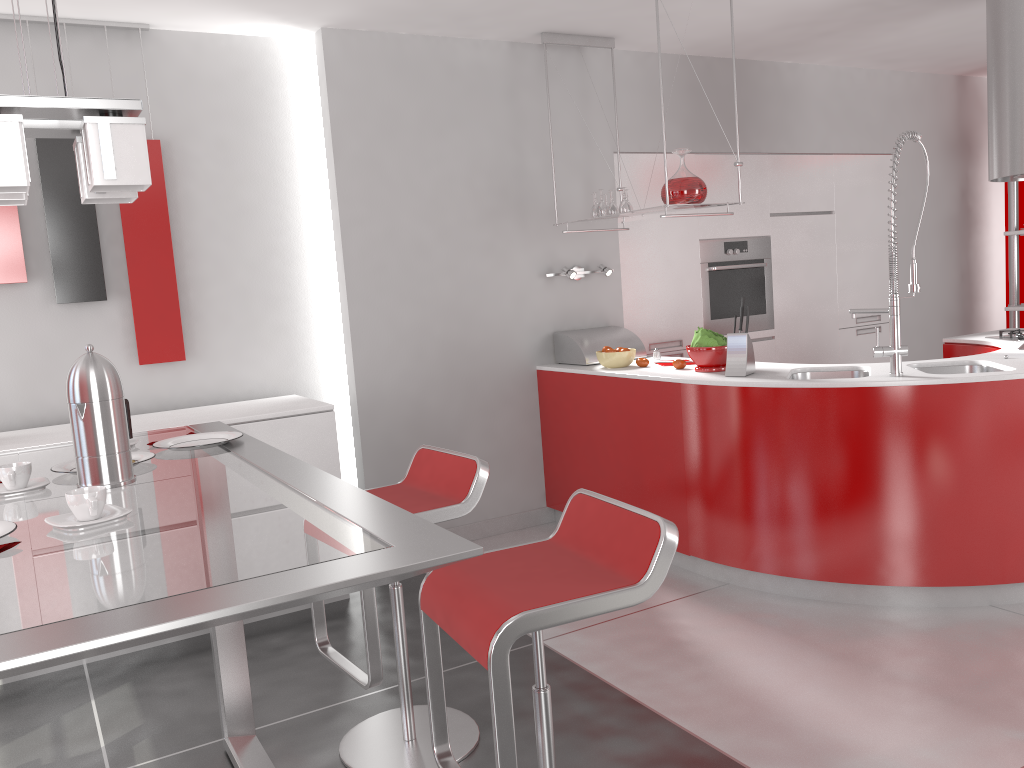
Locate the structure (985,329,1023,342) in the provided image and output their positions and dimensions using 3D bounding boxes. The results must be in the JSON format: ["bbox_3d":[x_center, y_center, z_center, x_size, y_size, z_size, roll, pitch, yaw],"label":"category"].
[{"bbox_3d":[2.648,-0.255,4.402,0.457,0.037,0.303,-4,7,1],"label":"structure"}]

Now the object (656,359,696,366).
[{"bbox_3d":[0.820,-0.106,4.455,0.168,0.006,0.266,-5,7,-2],"label":"object"}]

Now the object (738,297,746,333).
[{"bbox_3d":[0.978,-0.209,3.792,0.014,0.322,0.150,0,8,32],"label":"object"}]

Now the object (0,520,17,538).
[{"bbox_3d":[-0.897,0.250,1.388,0.217,0.015,0.217,-5,7,-5],"label":"object"}]

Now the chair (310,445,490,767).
[{"bbox_3d":[-0.321,0.648,2.629,0.460,0.857,0.418,-9,8,-34],"label":"chair"}]

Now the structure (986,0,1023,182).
[{"bbox_3d":[2.512,-1.436,4.006,0.644,0.958,0.644,-1,7,27],"label":"structure"}]

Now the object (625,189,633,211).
[{"bbox_3d":[0.589,-0.923,4.538,0.060,0.141,0.060,-8,7,-29],"label":"object"}]

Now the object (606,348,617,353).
[{"bbox_3d":[0.506,-0.155,4.487,0.062,0.052,0.065,-11,9,-44],"label":"object"}]

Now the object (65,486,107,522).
[{"bbox_3d":[-0.708,0.202,1.474,0.062,0.049,0.078,-5,7,-6],"label":"object"}]

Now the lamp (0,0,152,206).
[{"bbox_3d":[-0.911,-0.869,1.647,0.304,1.025,0.304,-8,7,-29],"label":"lamp"}]

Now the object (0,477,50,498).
[{"bbox_3d":[-1.004,0.212,1.799,0.119,0.016,0.119,-8,8,-31],"label":"object"}]

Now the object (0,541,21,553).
[{"bbox_3d":[-0.831,0.261,1.267,0.234,0.012,0.095,-8,8,-30],"label":"object"}]

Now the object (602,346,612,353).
[{"bbox_3d":[0.493,-0.165,4.545,0.066,0.058,0.055,-11,9,-43],"label":"object"}]

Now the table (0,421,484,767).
[{"bbox_3d":[-0.765,0.707,1.779,0.800,1.000,1.700,-8,7,-29],"label":"table"}]

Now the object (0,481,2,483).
[{"bbox_3d":[-1.140,0.223,1.798,0.234,0.012,0.095,-8,8,-30],"label":"object"}]

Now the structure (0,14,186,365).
[{"bbox_3d":[-1.917,-0.806,3.836,0.820,1.503,0.040,-8,7,-29],"label":"structure"}]

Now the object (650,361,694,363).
[{"bbox_3d":[0.861,-0.111,4.415,0.375,0.008,0.041,1,8,37],"label":"object"}]

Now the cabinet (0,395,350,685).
[{"bbox_3d":[-1.665,0.615,3.704,1.802,0.880,0.610,-8,7,-29],"label":"cabinet"}]

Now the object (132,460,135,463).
[{"bbox_3d":[-0.871,0.178,2.010,0.034,0.006,0.036,-8,8,-29],"label":"object"}]

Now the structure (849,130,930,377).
[{"bbox_3d":[1.456,-0.495,3.395,0.308,0.920,0.178,-3,7,14],"label":"structure"}]

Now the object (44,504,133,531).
[{"bbox_3d":[-0.707,0.225,1.484,0.119,0.016,0.119,1,9,41],"label":"object"}]

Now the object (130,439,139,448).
[{"bbox_3d":[-1.017,0.160,2.256,0.119,0.016,0.119,-5,7,-9],"label":"object"}]

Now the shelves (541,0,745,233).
[{"bbox_3d":[0.610,-1.292,4.315,0.462,1.023,0.934,-8,7,-29],"label":"shelves"}]

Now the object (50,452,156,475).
[{"bbox_3d":[-0.919,0.181,2.000,0.217,0.015,0.217,-3,7,8],"label":"object"}]

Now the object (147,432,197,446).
[{"bbox_3d":[-0.847,0.138,2.346,0.234,0.012,0.095,-8,7,-29],"label":"object"}]

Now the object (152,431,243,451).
[{"bbox_3d":[-0.785,0.146,2.223,0.217,0.015,0.217,-4,7,7],"label":"object"}]

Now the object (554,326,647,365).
[{"bbox_3d":[0.483,-0.216,4.868,0.400,0.170,0.300,-8,7,-29],"label":"object"}]

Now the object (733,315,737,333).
[{"bbox_3d":[0.952,-0.194,3.801,0.009,0.197,0.091,0,8,32],"label":"object"}]

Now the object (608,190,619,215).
[{"bbox_3d":[0.509,-0.912,4.498,0.060,0.141,0.060,-8,7,-29],"label":"object"}]

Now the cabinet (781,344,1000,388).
[{"bbox_3d":[1.448,0.260,4.460,1.875,0.761,1.025,-2,7,16],"label":"cabinet"}]

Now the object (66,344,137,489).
[{"bbox_3d":[-0.842,0.061,1.806,0.113,0.287,0.149,-7,7,-21],"label":"object"}]

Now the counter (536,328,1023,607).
[{"bbox_3d":[1.547,0.314,4.209,2.865,0.880,1.868,-4,7,5],"label":"counter"}]

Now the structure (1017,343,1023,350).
[{"bbox_3d":[2.493,-0.185,3.896,0.457,0.037,0.303,0,8,36],"label":"structure"}]

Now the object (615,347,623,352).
[{"bbox_3d":[0.552,-0.163,4.528,0.062,0.049,0.066,-8,8,-32],"label":"object"}]

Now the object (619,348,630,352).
[{"bbox_3d":[0.567,-0.157,4.463,0.062,0.049,0.066,-7,7,-21],"label":"object"}]

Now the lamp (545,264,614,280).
[{"bbox_3d":[0.397,-0.615,4.889,0.454,0.081,0.155,-8,7,-29],"label":"lamp"}]

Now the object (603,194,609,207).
[{"bbox_3d":[0.505,-0.935,4.699,0.060,0.141,0.060,-8,7,-29],"label":"object"}]

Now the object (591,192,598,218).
[{"bbox_3d":[0.433,-0.913,4.554,0.060,0.141,0.060,1,8,37],"label":"object"}]

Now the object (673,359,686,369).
[{"bbox_3d":[0.791,-0.095,4.189,0.064,0.048,0.063,1,8,39],"label":"object"}]

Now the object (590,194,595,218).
[{"bbox_3d":[0.436,-0.924,4.649,0.060,0.141,0.060,-8,7,-29],"label":"object"}]

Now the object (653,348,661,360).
[{"bbox_3d":[0.765,-0.159,4.684,0.042,0.066,0.043,-6,7,-16],"label":"object"}]

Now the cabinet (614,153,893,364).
[{"bbox_3d":[1.543,-0.469,5.988,2.398,2.026,0.614,-8,7,-29],"label":"cabinet"}]

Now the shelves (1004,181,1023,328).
[{"bbox_3d":[3.932,-0.884,5.506,0.535,2.599,1.735,-8,7,-29],"label":"shelves"}]

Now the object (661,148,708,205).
[{"bbox_3d":[0.793,-0.952,4.111,0.213,0.266,0.213,-4,7,-1],"label":"object"}]

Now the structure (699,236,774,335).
[{"bbox_3d":[1.423,-0.614,5.545,0.599,0.589,0.050,-8,7,-29],"label":"structure"}]

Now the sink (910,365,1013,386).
[{"bbox_3d":[1.780,0.037,3.530,0.326,0.172,0.428,-3,7,10],"label":"sink"}]

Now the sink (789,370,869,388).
[{"bbox_3d":[1.312,0.057,3.662,0.326,0.172,0.428,-2,7,22],"label":"sink"}]

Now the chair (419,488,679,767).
[{"bbox_3d":[0.086,0.701,1.901,0.460,0.857,0.418,-7,7,-24],"label":"chair"}]

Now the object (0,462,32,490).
[{"bbox_3d":[-1.007,0.189,1.789,0.062,0.049,0.078,-3,7,11],"label":"object"}]

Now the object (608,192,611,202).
[{"bbox_3d":[0.519,-0.926,4.611,0.060,0.141,0.060,-8,7,-29],"label":"object"}]

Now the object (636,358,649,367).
[{"bbox_3d":[0.648,-0.106,4.401,0.063,0.047,0.065,-8,7,-29],"label":"object"}]

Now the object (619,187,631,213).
[{"bbox_3d":[0.560,-0.906,4.412,0.060,0.141,0.060,-8,7,-29],"label":"object"}]

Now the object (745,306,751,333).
[{"bbox_3d":[0.998,-0.192,3.771,0.012,0.279,0.130,0,8,32],"label":"object"}]

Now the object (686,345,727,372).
[{"bbox_3d":[0.908,-0.120,4.023,0.229,0.118,0.228,0,8,32],"label":"object"}]

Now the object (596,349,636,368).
[{"bbox_3d":[0.528,-0.126,4.490,0.201,0.086,0.201,-8,7,-28],"label":"object"}]

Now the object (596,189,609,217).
[{"bbox_3d":[0.451,-0.901,4.437,0.060,0.141,0.060,1,8,37],"label":"object"}]

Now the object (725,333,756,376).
[{"bbox_3d":[0.968,-0.129,3.778,0.091,0.178,0.137,0,8,34],"label":"object"}]

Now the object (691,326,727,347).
[{"bbox_3d":[0.910,-0.172,4.008,0.193,0.182,0.198,-7,7,-23],"label":"object"}]
